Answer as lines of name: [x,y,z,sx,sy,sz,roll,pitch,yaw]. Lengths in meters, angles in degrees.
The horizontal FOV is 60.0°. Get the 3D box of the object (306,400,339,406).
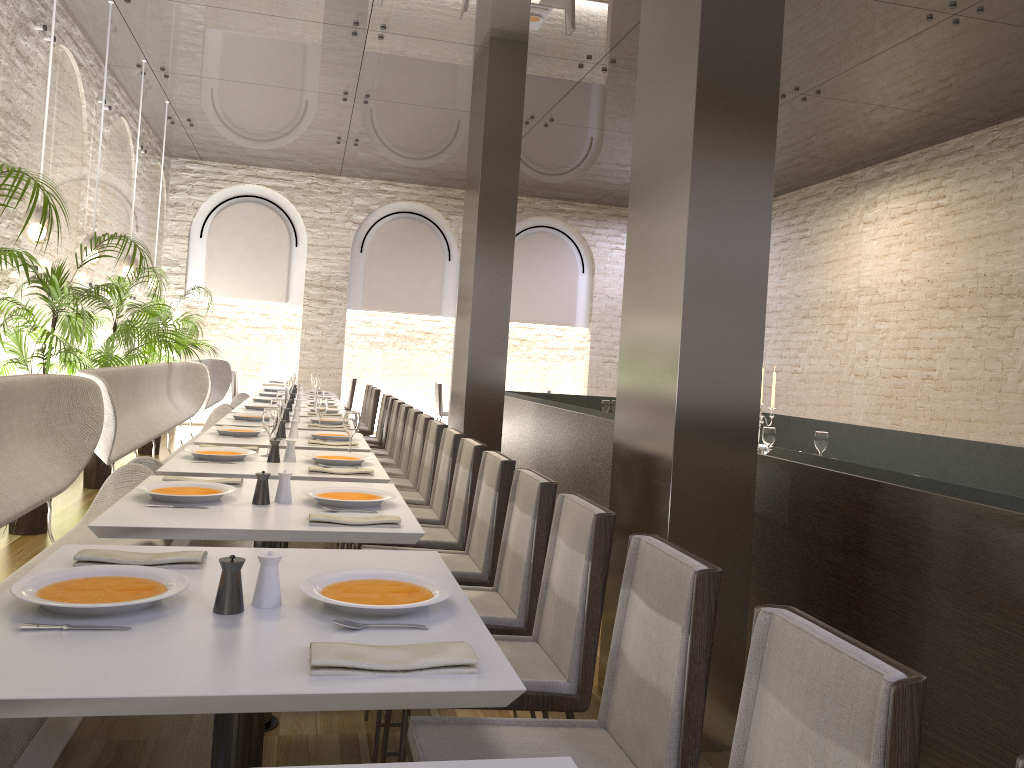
object: [-1.860,0.190,8.687,0.322,0.036,0.321,4,1,24]

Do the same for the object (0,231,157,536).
object: [-2.975,-0.020,5.671,1.146,1.976,1.187,4,-1,18]

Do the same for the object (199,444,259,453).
object: [-1.404,0.321,4.408,0.272,0.033,0.143,4,1,-13]

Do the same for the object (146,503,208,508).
object: [-1.053,0.383,2.787,0.185,0.010,0.017,4,1,-13]

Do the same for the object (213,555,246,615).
object: [-0.552,0.390,1.738,0.059,0.109,0.059,4,-1,-21]

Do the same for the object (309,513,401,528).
object: [-0.487,0.419,2.735,0.272,0.033,0.143,4,1,-13]

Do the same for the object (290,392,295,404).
object: [-2.127,0.135,8.557,0.059,0.109,0.059,4,-1,23]

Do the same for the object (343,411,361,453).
object: [-0.811,0.253,4.463,0.086,0.231,0.086,3,-1,29]

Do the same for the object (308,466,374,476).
object: [-0.742,0.378,3.839,0.272,0.033,0.143,4,1,-13]

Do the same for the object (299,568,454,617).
object: [-0.284,0.444,1.867,0.321,0.036,0.322,3,1,-35]

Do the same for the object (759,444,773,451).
object: [1.816,0.478,6.732,0.321,0.036,0.322,3,1,-17]

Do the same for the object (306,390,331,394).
object: [-2.365,0.108,10.873,0.322,0.036,0.321,4,1,24]

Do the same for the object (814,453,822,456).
object: [1.794,0.467,5.219,0.069,0.127,0.068,4,-1,18]

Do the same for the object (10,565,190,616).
object: [-0.807,0.412,1.749,0.321,0.036,0.322,3,1,-35]

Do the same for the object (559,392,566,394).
object: [0.583,0.216,10.394,0.086,0.231,0.086,4,-1,17]

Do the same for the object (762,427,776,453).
object: [1.627,0.390,5.624,0.086,0.231,0.086,4,-1,-13]

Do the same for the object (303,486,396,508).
object: [-0.566,0.399,3.086,0.321,0.036,0.322,3,1,-35]

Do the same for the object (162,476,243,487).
object: [-1.149,0.362,3.305,0.272,0.033,0.143,4,1,-13]

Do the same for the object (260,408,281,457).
object: [-1.165,0.233,4.274,0.086,0.231,0.086,3,-1,29]

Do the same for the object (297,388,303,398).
object: [-2.318,0.098,9.693,0.059,0.109,0.059,4,-1,23]

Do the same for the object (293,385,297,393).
object: [-2.632,0.054,10.743,0.059,0.109,0.059,4,-1,23]

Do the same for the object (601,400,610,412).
object: [0.916,0.275,8.701,0.086,0.231,0.086,3,-1,23]

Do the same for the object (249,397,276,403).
object: [-2.383,0.157,8.568,0.322,0.036,0.321,4,1,24]

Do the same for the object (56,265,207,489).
object: [-3.430,-0.093,7.630,1.189,1.976,1.143,4,-1,28]

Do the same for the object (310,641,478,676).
object: [-0.205,0.464,1.516,0.272,0.033,0.143,4,1,-13]

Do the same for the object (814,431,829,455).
object: [1.917,0.412,5.501,0.086,0.231,0.086,3,-1,29]

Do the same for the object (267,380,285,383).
object: [-3.600,-0.033,13.536,0.322,0.036,0.321,4,1,22]

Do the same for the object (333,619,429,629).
object: [-0.248,0.458,1.687,0.181,0.015,0.038,4,1,-12]

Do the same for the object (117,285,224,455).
object: [-3.969,-0.182,10.033,1.143,1.976,1.189,4,-1,-32]

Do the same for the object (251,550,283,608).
object: [-0.494,0.393,1.798,0.059,0.109,0.059,4,-1,-21]

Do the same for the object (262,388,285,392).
object: [-2.888,0.076,10.754,0.322,0.036,0.321,4,1,24]

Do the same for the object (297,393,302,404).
object: [-2.069,0.138,8.618,0.059,0.109,0.059,4,-1,23]

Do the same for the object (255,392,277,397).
object: [-2.631,0.117,9.643,0.322,0.036,0.321,4,1,24]

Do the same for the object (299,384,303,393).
object: [-2.574,0.056,10.804,0.059,0.109,0.059,4,-1,23]

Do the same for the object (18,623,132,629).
object: [-0.771,0.429,1.568,0.185,0.010,0.017,4,1,-13]

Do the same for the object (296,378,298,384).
object: [-3.286,-0.052,13.586,0.059,0.109,0.059,4,-1,-11]

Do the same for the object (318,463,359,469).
object: [-0.785,0.372,4.010,0.181,0.015,0.038,4,1,-12]

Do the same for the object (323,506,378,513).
object: [-0.530,0.413,2.906,0.181,0.015,0.038,4,1,-12]

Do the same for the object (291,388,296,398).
object: [-2.376,0.095,9.632,0.059,0.109,0.059,4,-1,23]

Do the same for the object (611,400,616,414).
object: [1.036,0.279,8.921,0.086,0.231,0.086,5,-1,-43]

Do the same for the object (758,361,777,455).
object: [1.687,0.171,6.026,0.131,0.657,0.390,4,-1,-2]

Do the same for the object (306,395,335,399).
object: [-2.108,0.149,9.762,0.322,0.036,0.321,4,1,24]

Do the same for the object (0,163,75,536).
object: [-2.500,0.057,3.614,1.146,1.976,1.187,4,-1,18]

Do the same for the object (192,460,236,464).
object: [-1.308,0.342,3.891,0.185,0.010,0.017,4,1,-13]

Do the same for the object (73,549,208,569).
object: [-0.867,0.408,2.086,0.272,0.033,0.143,4,1,-13]
